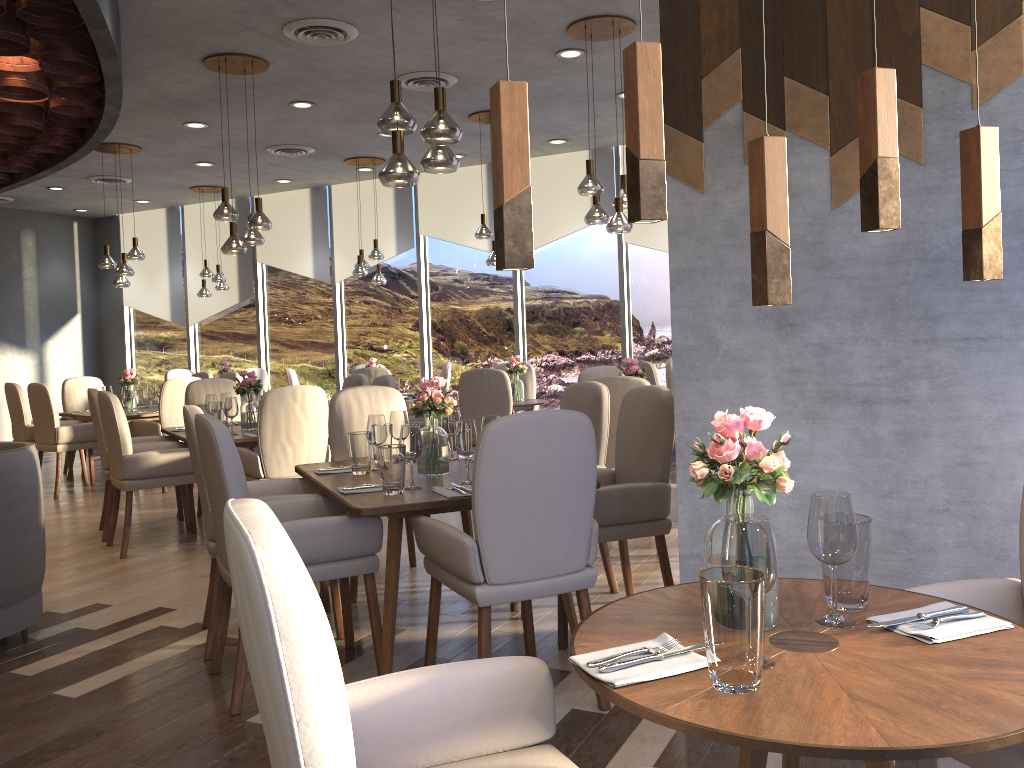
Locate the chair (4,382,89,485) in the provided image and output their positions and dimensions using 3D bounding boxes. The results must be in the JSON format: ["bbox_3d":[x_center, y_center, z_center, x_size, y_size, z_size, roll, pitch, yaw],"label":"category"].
[{"bbox_3d":[-4.362,0.467,8.277,0.600,1.000,0.528,-4,2,-44],"label":"chair"}]

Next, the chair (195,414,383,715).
[{"bbox_3d":[-0.828,0.589,3.265,0.600,1.000,0.528,-3,2,-28],"label":"chair"}]

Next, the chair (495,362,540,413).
[{"bbox_3d":[0.003,0.295,8.455,0.528,1.000,0.600,-2,2,7],"label":"chair"}]

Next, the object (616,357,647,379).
[{"bbox_3d":[0.780,0.031,5.763,0.210,0.415,0.198,-3,1,-16],"label":"object"}]

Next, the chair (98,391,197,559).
[{"bbox_3d":[-2.262,0.524,5.600,0.600,1.000,0.528,-3,2,-35],"label":"chair"}]

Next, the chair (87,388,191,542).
[{"bbox_3d":[-2.562,0.511,6.084,0.600,1.000,0.528,-3,2,-27],"label":"chair"}]

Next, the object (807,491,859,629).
[{"bbox_3d":[0.607,0.329,1.675,0.092,0.244,0.092,-3,2,-41],"label":"object"}]

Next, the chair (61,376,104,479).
[{"bbox_3d":[-4.314,0.422,9.123,0.529,1.000,0.599,-4,2,-44],"label":"chair"}]

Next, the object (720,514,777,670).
[{"bbox_3d":[0.399,0.347,1.489,0.092,0.244,0.092,-2,1,17],"label":"object"}]

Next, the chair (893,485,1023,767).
[{"bbox_3d":[1.094,0.590,1.818,0.600,1.000,0.528,-3,2,-21],"label":"chair"}]

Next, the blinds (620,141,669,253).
[{"bbox_3d":[1.661,-2.472,9.026,1.173,2.679,0.007,-1,1,26],"label":"blinds"}]

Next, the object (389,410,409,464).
[{"bbox_3d":[-0.519,0.246,4.086,0.092,0.244,0.092,-1,1,29],"label":"object"}]

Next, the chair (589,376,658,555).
[{"bbox_3d":[0.604,0.441,5.134,0.528,1.000,0.600,-2,2,3],"label":"chair"}]

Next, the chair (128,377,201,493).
[{"bbox_3d":[-3.078,0.433,7.999,0.599,1.000,0.529,-1,2,40],"label":"chair"}]

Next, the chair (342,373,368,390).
[{"bbox_3d":[-1.402,0.434,6.747,0.600,1.000,0.528,-3,2,-33],"label":"chair"}]

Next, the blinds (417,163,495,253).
[{"bbox_3d":[-0.599,-2.741,10.136,1.173,2.679,0.007,-1,1,26],"label":"blinds"}]

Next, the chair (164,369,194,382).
[{"bbox_3d":[-4.083,0.304,11.285,0.599,1.000,0.529,-1,2,40],"label":"chair"}]

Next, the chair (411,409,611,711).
[{"bbox_3d":[-0.010,0.570,3.021,0.528,1.000,0.600,-3,2,-26],"label":"chair"}]

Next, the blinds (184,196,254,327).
[{"bbox_3d":[-3.931,-2.120,11.809,1.173,2.679,0.007,-1,1,26],"label":"blinds"}]

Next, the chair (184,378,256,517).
[{"bbox_3d":[-2.270,0.460,6.880,0.528,1.000,0.600,-3,2,-28],"label":"chair"}]

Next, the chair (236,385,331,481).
[{"bbox_3d":[-1.407,0.500,5.452,0.528,1.000,0.600,-3,2,-33],"label":"chair"}]

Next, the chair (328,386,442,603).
[{"bbox_3d":[-0.676,0.519,4.536,0.528,1.000,0.600,-3,2,-20],"label":"chair"}]

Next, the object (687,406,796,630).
[{"bbox_3d":[0.439,0.250,1.685,0.210,0.415,0.198,-2,1,4],"label":"object"}]

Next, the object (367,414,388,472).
[{"bbox_3d":[-0.592,0.258,3.900,0.092,0.244,0.092,-2,1,22],"label":"object"}]

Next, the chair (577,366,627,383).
[{"bbox_3d":[0.690,0.379,6.292,0.528,1.000,0.600,-2,2,3],"label":"chair"}]

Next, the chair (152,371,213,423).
[{"bbox_3d":[-3.445,0.383,9.249,0.528,1.000,0.600,-1,2,40],"label":"chair"}]

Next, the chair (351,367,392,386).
[{"bbox_3d":[-1.414,0.322,8.974,0.528,1.000,0.600,-2,2,-10],"label":"chair"}]

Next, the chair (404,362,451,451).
[{"bbox_3d":[-0.942,0.271,9.632,0.600,1.000,0.528,-2,1,-7],"label":"chair"}]

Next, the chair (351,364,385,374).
[{"bbox_3d":[-1.607,0.271,10.119,0.528,1.000,0.600,-2,2,-11],"label":"chair"}]

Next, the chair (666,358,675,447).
[{"bbox_3d":[1.763,0.237,8.299,0.528,1.000,0.600,-3,2,-20],"label":"chair"}]

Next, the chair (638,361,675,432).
[{"bbox_3d":[1.375,0.286,7.620,0.600,1.000,0.528,-3,2,-17],"label":"chair"}]

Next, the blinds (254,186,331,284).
[{"bbox_3d":[-2.828,-2.569,11.246,1.173,2.679,0.007,-1,1,26],"label":"blinds"}]

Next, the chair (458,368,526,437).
[{"bbox_3d":[-0.171,0.360,7.307,0.528,1.000,0.600,-2,2,8],"label":"chair"}]

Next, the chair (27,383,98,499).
[{"bbox_3d":[-3.935,0.470,7.900,0.528,1.000,0.600,-1,2,38],"label":"chair"}]

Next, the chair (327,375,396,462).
[{"bbox_3d":[-1.123,0.448,6.255,0.600,1.000,0.528,-3,2,-27],"label":"chair"}]

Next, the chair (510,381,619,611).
[{"bbox_3d":[0.159,0.500,4.291,0.600,1.000,0.528,-3,2,-25],"label":"chair"}]

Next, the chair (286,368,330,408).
[{"bbox_3d":[-2.096,0.320,9.509,0.600,1.000,0.528,-2,1,-8],"label":"chair"}]

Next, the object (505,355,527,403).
[{"bbox_3d":[0.039,-0.047,7.845,0.210,0.415,0.198,-2,1,-1],"label":"object"}]

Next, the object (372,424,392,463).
[{"bbox_3d":[-0.608,0.279,4.148,0.102,0.178,0.102,-2,2,7],"label":"object"}]

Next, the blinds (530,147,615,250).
[{"bbox_3d":[0.532,-2.755,9.575,1.173,2.679,0.007,-1,1,26],"label":"blinds"}]

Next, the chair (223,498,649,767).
[{"bbox_3d":[-0.116,0.657,1.386,0.600,1.000,0.528,-3,2,-21],"label":"chair"}]

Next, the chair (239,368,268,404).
[{"bbox_3d":[-3.209,0.310,10.520,0.599,1.000,0.529,-1,2,40],"label":"chair"}]

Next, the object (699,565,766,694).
[{"bbox_3d":[0.349,0.386,1.393,0.102,0.178,0.102,-2,2,11],"label":"object"}]

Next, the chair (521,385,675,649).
[{"bbox_3d":[0.374,0.518,3.768,0.600,1.000,0.528,-3,2,-20],"label":"chair"}]

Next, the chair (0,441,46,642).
[{"bbox_3d":[-2.345,0.697,3.815,0.596,0.837,0.774,-4,2,-44],"label":"chair"}]

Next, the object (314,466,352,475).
[{"bbox_3d":[-0.749,0.375,3.943,0.255,0.019,0.157,-3,3,-20],"label":"object"}]

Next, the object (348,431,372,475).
[{"bbox_3d":[-0.651,0.298,3.809,0.102,0.178,0.102,-2,2,16],"label":"object"}]

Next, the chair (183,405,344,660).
[{"bbox_3d":[-1.065,0.571,3.783,0.600,1.000,0.528,-3,2,-20],"label":"chair"}]

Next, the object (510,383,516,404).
[{"bbox_3d":[-0.018,0.084,7.635,0.102,0.178,0.102,-4,2,-43],"label":"object"}]

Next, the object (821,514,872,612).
[{"bbox_3d":[0.666,0.355,1.768,0.102,0.178,0.102,-3,2,-15],"label":"object"}]

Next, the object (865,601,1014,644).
[{"bbox_3d":[0.773,0.438,1.639,0.255,0.019,0.157,-3,3,-21],"label":"object"}]

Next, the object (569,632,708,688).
[{"bbox_3d":[0.239,0.464,1.518,0.255,0.019,0.157,-3,3,-25],"label":"object"}]

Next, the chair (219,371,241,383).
[{"bbox_3d":[-3.035,0.388,8.859,0.600,1.000,0.528,-4,2,-44],"label":"chair"}]

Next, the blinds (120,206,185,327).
[{"bbox_3d":[-5.050,-2.106,12.364,1.173,2.679,0.007,-1,1,26],"label":"blinds"}]

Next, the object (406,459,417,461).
[{"bbox_3d":[-0.471,0.349,4.248,0.157,0.019,0.255,-3,3,-19],"label":"object"}]

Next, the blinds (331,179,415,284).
[{"bbox_3d":[-1.711,-2.583,10.692,1.173,2.679,0.007,-1,1,26],"label":"blinds"}]
